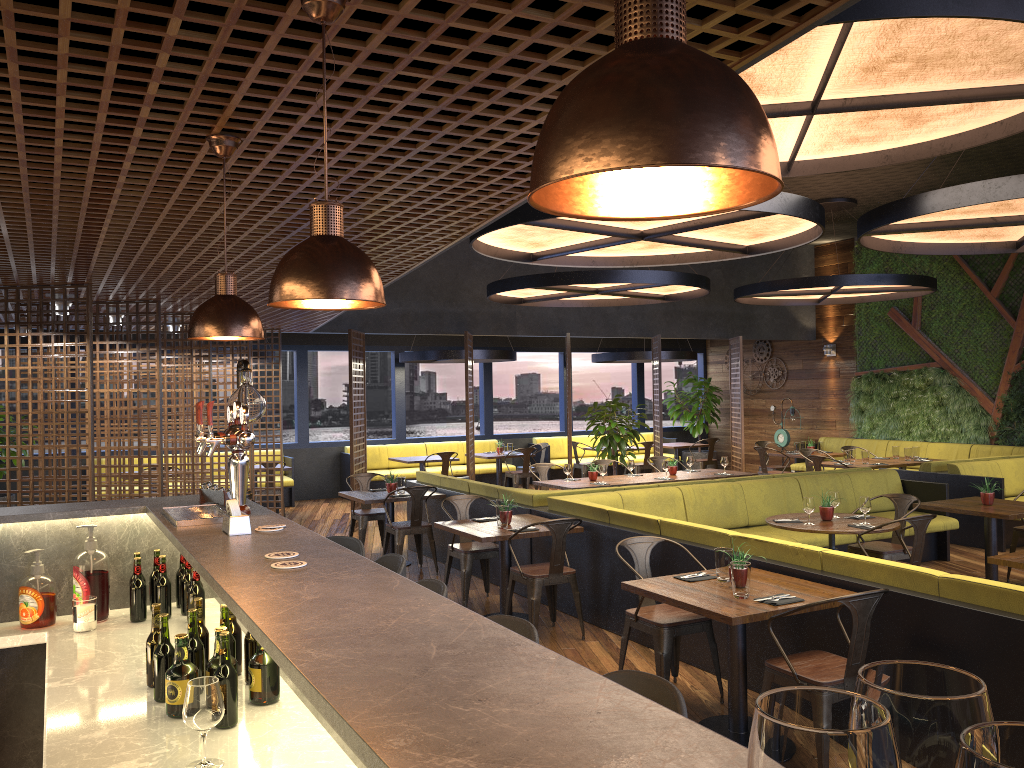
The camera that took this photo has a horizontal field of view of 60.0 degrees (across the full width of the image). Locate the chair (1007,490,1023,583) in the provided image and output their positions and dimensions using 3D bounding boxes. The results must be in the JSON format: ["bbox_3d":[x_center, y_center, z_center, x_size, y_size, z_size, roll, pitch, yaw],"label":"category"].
[{"bbox_3d":[4.878,1.359,8.081,0.541,0.917,0.504,-1,0,-27],"label":"chair"}]

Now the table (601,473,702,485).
[{"bbox_3d":[1.659,1.513,10.744,0.906,0.763,0.887,-1,0,-28],"label":"table"}]

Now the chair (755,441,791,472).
[{"bbox_3d":[4.346,1.418,14.758,0.504,0.917,0.541,-1,0,-27],"label":"chair"}]

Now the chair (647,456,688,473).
[{"bbox_3d":[2.100,1.435,11.850,0.504,0.917,0.541,-1,0,-27],"label":"chair"}]

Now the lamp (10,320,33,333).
[{"bbox_3d":[-5.454,-0.619,9.866,0.228,0.172,0.228,-1,0,-28],"label":"lamp"}]

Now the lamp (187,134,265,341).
[{"bbox_3d":[-0.963,-0.487,2.977,0.250,0.673,0.250,-1,0,5],"label":"lamp"}]

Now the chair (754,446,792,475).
[{"bbox_3d":[4.049,1.416,13.759,0.541,0.917,0.504,-1,0,-27],"label":"chair"}]

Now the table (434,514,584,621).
[{"bbox_3d":[-0.036,1.515,7.145,0.887,0.763,0.906,-1,0,-28],"label":"table"}]

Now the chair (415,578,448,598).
[{"bbox_3d":[-0.486,1.352,3.633,0.483,1.048,0.438,-1,-1,34],"label":"chair"}]

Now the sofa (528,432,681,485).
[{"bbox_3d":[1.897,1.486,17.745,3.061,0.914,0.966,-1,0,-28],"label":"sofa"}]

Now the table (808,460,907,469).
[{"bbox_3d":[4.750,1.471,12.196,0.887,0.763,0.906,-1,0,-28],"label":"table"}]

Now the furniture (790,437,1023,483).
[{"bbox_3d":[5.337,1.392,13.225,3.378,0.916,4.755,-1,0,-28],"label":"furniture"}]

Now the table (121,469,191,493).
[{"bbox_3d":[-5.072,1.643,12.601,0.887,0.763,0.906,-1,0,-28],"label":"table"}]

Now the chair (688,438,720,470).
[{"bbox_3d":[3.542,1.444,16.336,0.504,0.917,0.541,-1,0,-27],"label":"chair"}]

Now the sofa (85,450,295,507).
[{"bbox_3d":[-5.065,1.578,14.090,3.061,0.914,0.966,-1,0,-28],"label":"sofa"}]

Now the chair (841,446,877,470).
[{"bbox_3d":[5.208,1.392,13.210,0.504,0.917,0.541,-1,0,-27],"label":"chair"}]

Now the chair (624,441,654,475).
[{"bbox_3d":[2.276,1.461,15.671,0.504,0.917,0.541,-1,0,-27],"label":"chair"}]

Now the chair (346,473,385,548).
[{"bbox_3d":[-1.600,1.485,10.064,0.504,0.917,0.541,-1,0,-27],"label":"chair"}]

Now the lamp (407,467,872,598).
[{"bbox_3d":[-0.584,0.564,9.132,9.057,2.714,3.017,-1,0,-28],"label":"lamp"}]

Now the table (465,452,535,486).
[{"bbox_3d":[-0.203,1.578,15.162,0.906,0.763,0.887,-1,0,-28],"label":"table"}]

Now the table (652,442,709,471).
[{"bbox_3d":[3.162,1.534,16.924,0.887,0.763,0.906,-1,0,-28],"label":"table"}]

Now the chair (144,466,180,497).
[{"bbox_3d":[-4.759,1.553,11.978,0.504,0.917,0.541,-1,0,-27],"label":"chair"}]

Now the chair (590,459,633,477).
[{"bbox_3d":[1.302,1.445,11.431,0.504,0.917,0.541,-1,0,-27],"label":"chair"}]

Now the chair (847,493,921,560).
[{"bbox_3d":[3.071,1.384,7.325,0.541,0.917,0.504,-1,0,-27],"label":"chair"}]

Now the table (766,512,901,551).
[{"bbox_3d":[2.545,1.470,7.044,1.007,0.760,1.007,-1,0,10],"label":"table"}]

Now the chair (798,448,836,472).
[{"bbox_3d":[4.439,1.402,12.806,0.504,0.917,0.541,-1,0,-27],"label":"chair"}]

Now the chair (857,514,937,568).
[{"bbox_3d":[2.802,1.382,6.484,0.504,0.917,0.541,-1,0,-27],"label":"chair"}]

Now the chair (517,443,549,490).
[{"bbox_3d":[0.367,1.492,15.445,0.541,0.917,0.504,-1,0,-27],"label":"chair"}]

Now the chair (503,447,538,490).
[{"bbox_3d":[0.148,1.489,14.554,0.504,0.917,0.541,-1,0,-27],"label":"chair"}]

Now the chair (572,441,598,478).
[{"bbox_3d":[1.327,1.480,16.017,0.541,0.917,0.504,-1,0,-27],"label":"chair"}]

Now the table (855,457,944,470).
[{"bbox_3d":[5.576,1.460,12.629,0.887,0.763,0.906,-1,0,-28],"label":"table"}]

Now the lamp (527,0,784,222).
[{"bbox_3d":[0.134,-0.522,0.885,0.250,0.673,0.250,-1,0,5],"label":"lamp"}]

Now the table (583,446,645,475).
[{"bbox_3d":[1.922,1.550,16.277,0.906,0.763,0.887,-1,0,-28],"label":"table"}]

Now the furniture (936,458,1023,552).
[{"bbox_3d":[7.488,1.325,9.119,3.372,0.914,4.503,-1,0,-28],"label":"furniture"}]

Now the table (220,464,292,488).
[{"bbox_3d":[-3.833,1.626,13.252,0.887,0.763,0.906,-1,0,-28],"label":"table"}]

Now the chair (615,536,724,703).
[{"bbox_3d":[0.909,1.406,5.298,0.504,0.917,0.541,-1,0,-27],"label":"chair"}]

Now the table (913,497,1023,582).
[{"bbox_3d":[4.223,1.447,7.800,0.887,0.763,0.906,-1,0,-28],"label":"table"}]

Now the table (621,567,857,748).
[{"bbox_3d":[1.219,1.475,4.755,0.887,0.763,0.906,-1,0,-28],"label":"table"}]

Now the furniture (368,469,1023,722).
[{"bbox_3d":[2.468,1.403,8.000,4.895,0.914,7.462,-1,-1,-33],"label":"furniture"}]

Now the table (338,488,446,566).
[{"bbox_3d":[-1.294,1.555,9.534,0.887,0.763,0.906,-1,0,-28],"label":"table"}]

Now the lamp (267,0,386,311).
[{"bbox_3d":[-0.402,-0.505,1.907,0.250,0.673,0.250,-1,0,5],"label":"lamp"}]

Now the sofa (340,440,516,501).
[{"bbox_3d":[-1.458,1.531,15.984,3.061,0.914,0.966,-1,0,-28],"label":"sofa"}]

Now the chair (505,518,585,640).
[{"bbox_3d":[0.247,1.427,6.591,0.504,0.917,0.541,-1,0,-27],"label":"chair"}]

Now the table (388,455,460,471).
[{"bbox_3d":[-1.442,1.595,14.507,0.887,0.763,0.906,-1,0,-28],"label":"table"}]

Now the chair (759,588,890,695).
[{"bbox_3d":[1.487,1.387,4.195,0.504,0.917,0.541,-1,0,-27],"label":"chair"}]

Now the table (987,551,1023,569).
[{"bbox_3d":[3.557,1.439,5.309,0.906,0.763,0.887,-1,0,-28],"label":"table"}]

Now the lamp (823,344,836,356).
[{"bbox_3d":[5.859,-0.625,16.446,0.189,0.215,0.215,-1,0,-28],"label":"lamp"}]

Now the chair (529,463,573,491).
[{"bbox_3d":[0.500,1.456,11.010,0.504,0.917,0.541,-1,0,-27],"label":"chair"}]

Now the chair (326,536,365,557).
[{"bbox_3d":[-0.999,1.369,4.731,0.438,1.048,0.483,-1,-1,-36],"label":"chair"}]

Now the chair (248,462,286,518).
[{"bbox_3d":[-3.493,1.537,12.642,0.504,0.917,0.541,-1,0,-27],"label":"chair"}]

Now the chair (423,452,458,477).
[{"bbox_3d":[-1.118,1.505,13.889,0.504,0.917,0.541,-1,0,-27],"label":"chair"}]

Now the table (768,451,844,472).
[{"bbox_3d":[4.744,1.485,14.100,0.887,0.763,0.906,-1,0,-28],"label":"table"}]

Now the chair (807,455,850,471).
[{"bbox_3d":[4.250,1.398,11.851,0.541,0.917,0.504,-1,0,-27],"label":"chair"}]

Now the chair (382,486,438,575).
[{"bbox_3d":[-1.031,1.467,8.978,0.504,0.917,0.541,-1,0,-27],"label":"chair"}]

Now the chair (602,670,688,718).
[{"bbox_3d":[0.227,1.330,2.332,0.483,1.048,0.438,-1,0,23],"label":"chair"}]

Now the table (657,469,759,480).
[{"bbox_3d":[2.457,1.503,11.169,0.906,0.763,0.887,-1,0,-28],"label":"table"}]

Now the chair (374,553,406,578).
[{"bbox_3d":[-0.716,1.360,4.214,0.438,1.048,0.483,-1,0,1],"label":"chair"}]

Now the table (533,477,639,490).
[{"bbox_3d":[0.856,1.524,10.323,0.906,0.763,0.887,-1,0,-28],"label":"table"}]

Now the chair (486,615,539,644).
[{"bbox_3d":[-0.120,1.341,2.948,0.438,1.048,0.483,-1,0,-13],"label":"chair"}]

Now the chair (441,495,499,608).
[{"bbox_3d":[-0.332,1.445,7.695,0.504,0.917,0.541,-1,0,-27],"label":"chair"}]
